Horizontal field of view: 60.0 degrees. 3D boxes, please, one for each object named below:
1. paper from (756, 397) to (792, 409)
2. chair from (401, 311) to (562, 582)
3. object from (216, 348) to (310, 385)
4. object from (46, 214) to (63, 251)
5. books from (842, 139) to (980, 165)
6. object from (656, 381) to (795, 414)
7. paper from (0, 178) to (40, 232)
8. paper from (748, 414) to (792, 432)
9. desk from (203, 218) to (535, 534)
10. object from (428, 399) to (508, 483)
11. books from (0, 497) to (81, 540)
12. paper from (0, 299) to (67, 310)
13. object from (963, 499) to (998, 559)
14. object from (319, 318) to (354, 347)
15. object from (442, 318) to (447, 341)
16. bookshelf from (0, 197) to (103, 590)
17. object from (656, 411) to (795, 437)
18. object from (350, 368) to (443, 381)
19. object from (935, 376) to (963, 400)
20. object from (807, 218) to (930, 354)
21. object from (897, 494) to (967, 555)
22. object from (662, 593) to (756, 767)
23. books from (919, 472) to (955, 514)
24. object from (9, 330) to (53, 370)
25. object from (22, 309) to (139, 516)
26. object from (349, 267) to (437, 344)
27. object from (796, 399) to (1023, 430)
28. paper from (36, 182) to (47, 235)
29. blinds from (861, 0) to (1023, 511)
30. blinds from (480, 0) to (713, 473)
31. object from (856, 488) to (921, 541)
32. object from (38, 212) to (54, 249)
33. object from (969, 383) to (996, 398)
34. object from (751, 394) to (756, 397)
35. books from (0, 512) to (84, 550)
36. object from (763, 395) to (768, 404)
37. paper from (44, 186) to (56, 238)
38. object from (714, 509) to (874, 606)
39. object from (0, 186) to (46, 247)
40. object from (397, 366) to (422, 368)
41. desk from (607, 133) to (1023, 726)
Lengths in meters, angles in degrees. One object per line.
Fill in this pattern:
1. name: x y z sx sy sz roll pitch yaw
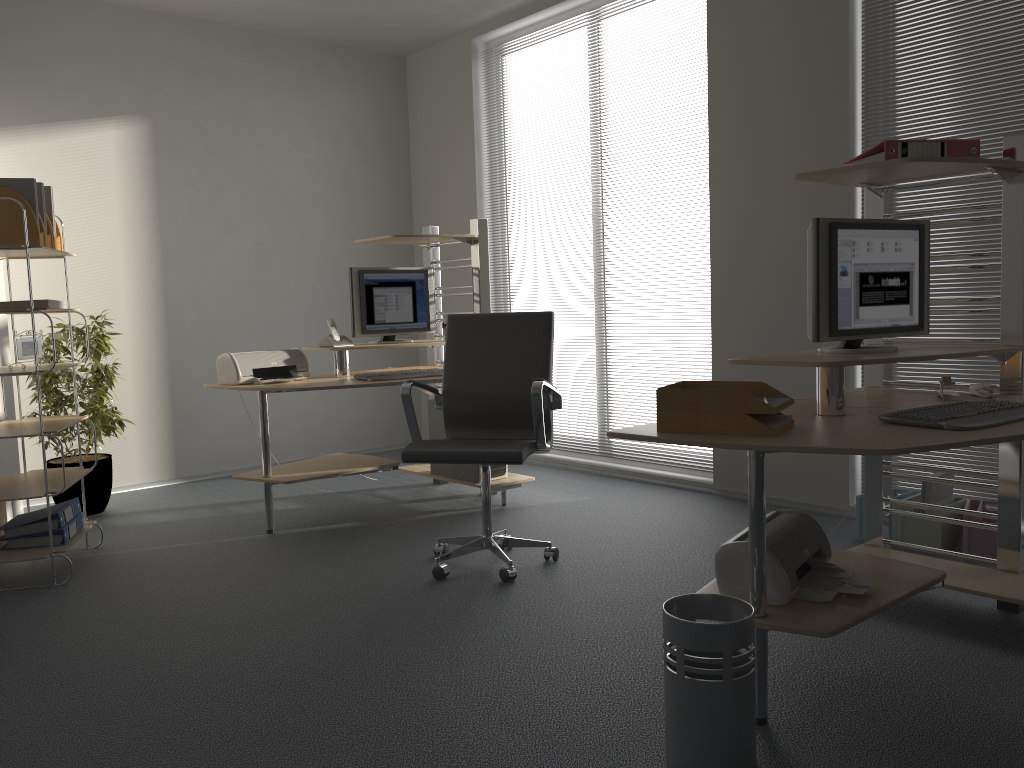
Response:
1. paper: 0.569 0.049 2.351 0.297 0.010 0.210 1 6 28
2. chair: -0.112 0.234 3.684 0.584 1.048 0.652 -1 5 15
3. object: -1.214 -0.092 4.494 0.351 0.162 0.438 2 7 41
4. object: -2.147 -0.707 3.932 0.243 0.259 0.113 -3 5 -10
5. books: 1.289 -0.736 2.883 0.320 0.072 0.262 -3 5 -8
6. object: 0.567 0.032 2.350 0.309 0.060 0.225 1 6 28
7. paper: -2.100 -0.708 3.708 0.213 0.297 0.045 -3 5 -15
8. paper: 0.570 0.101 2.355 0.297 0.019 0.210 1 6 28
9. desk: -0.708 -0.088 4.611 1.469 1.566 0.967 -6 7 -40
10. object: -0.244 0.302 4.931 0.199 0.422 0.471 -6 7 -40
11. books: -2.057 0.584 3.856 0.263 0.100 0.320 -3 5 -12
12. paper: -2.104 -0.342 3.881 0.213 0.046 0.297 -3 5 -13
13. object: 1.953 0.602 3.616 0.185 0.202 0.245 1 6 31
14. object: -0.940 -0.275 4.725 0.119 0.151 0.150 2 6 35
15. object: -0.316 -0.314 4.999 0.154 0.135 0.093 -2 5 -4
16. bookshelf: -2.082 0.031 3.819 0.381 1.572 0.724 -3 5 -13
17. object: 0.569 0.088 2.355 0.309 0.060 0.225 1 6 28
18. object: -0.703 -0.039 4.751 0.478 0.082 0.814 -5 6 -33
19. object: 1.413 0.011 2.871 0.054 0.064 0.159 0 5 16
20. object: 1.127 -0.316 2.871 0.516 0.418 0.245 -4 5 -18
21. object: 1.785 0.594 3.769 0.245 0.202 0.185 -6 7 -40
22. object: 0.459 0.703 2.062 0.208 0.377 0.208 -2 5 3
23. books: 1.792 0.525 3.752 0.220 0.306 0.068 -6 7 -40
24. object: -2.065 -0.150 3.799 0.077 0.161 0.192 -2 5 5
25. object: -2.397 0.160 4.940 0.544 1.147 0.644 -3 5 -12
26. object: -0.679 -0.440 4.970 0.516 0.418 0.245 -4 6 -26
27. object: 1.076 0.089 2.622 0.478 0.082 0.814 -5 6 -33
28. paper: -2.130 -0.718 3.828 0.213 0.297 0.045 -3 5 -13
29. blinds: 2.297 -0.786 3.467 0.022 2.770 1.950 -6 7 -40
30. blinds: 0.473 -0.912 5.589 0.037 2.749 1.950 -6 7 -40
31. object: 1.665 0.586 3.910 0.245 0.202 0.185 -6 7 -40
32. object: -2.124 -0.697 3.810 0.243 0.259 0.113 -3 5 -13
33. object: 1.519 0.019 2.863 0.022 0.042 0.134 -2 5 2
34. object: 0.643 0.040 2.327 0.008 0.009 0.159 -2 5 5
35. books: -2.045 0.638 3.863 0.262 0.072 0.320 -3 5 -12
36. object: 0.658 0.042 2.300 0.008 0.009 0.159 -1 5 13
37. paper: -2.152 -0.728 3.950 0.213 0.297 0.045 -3 5 -10
38. object: 0.800 0.474 2.441 0.351 0.162 0.438 1 6 34
39. object: -2.092 -0.687 3.690 0.243 0.259 0.113 -3 5 -15
40. object: -0.464 -0.072 4.994 0.168 0.088 0.742 -6 6 -38
41. desk: 1.111 0.038 2.493 1.469 1.566 0.967 -6 7 -40
